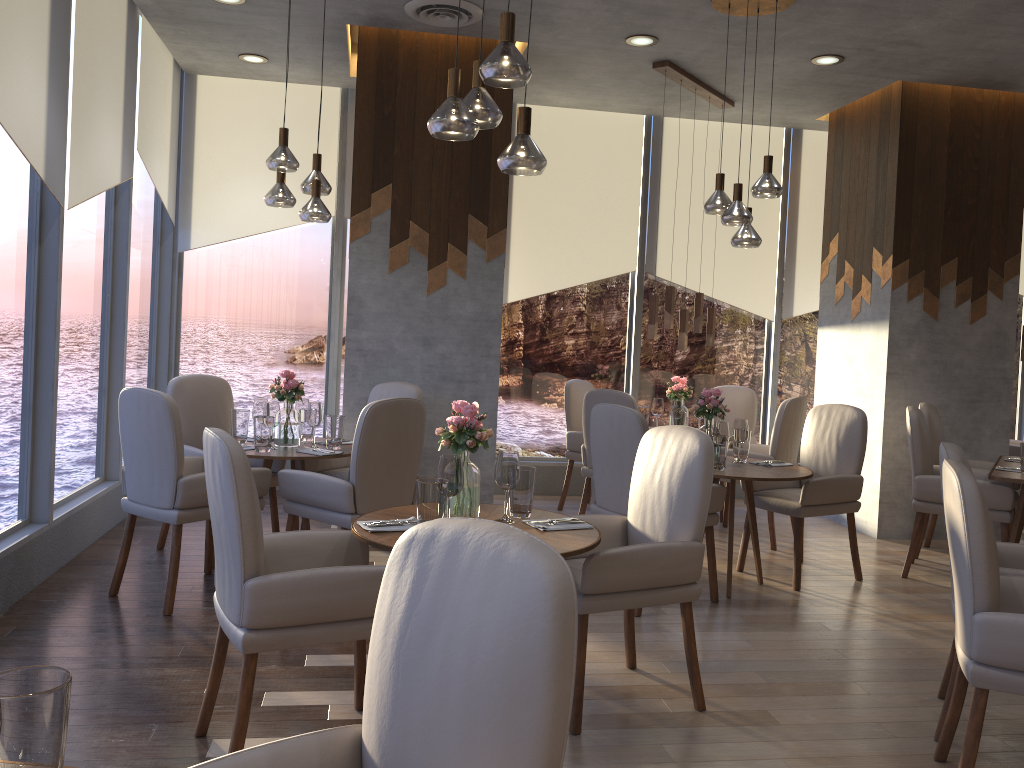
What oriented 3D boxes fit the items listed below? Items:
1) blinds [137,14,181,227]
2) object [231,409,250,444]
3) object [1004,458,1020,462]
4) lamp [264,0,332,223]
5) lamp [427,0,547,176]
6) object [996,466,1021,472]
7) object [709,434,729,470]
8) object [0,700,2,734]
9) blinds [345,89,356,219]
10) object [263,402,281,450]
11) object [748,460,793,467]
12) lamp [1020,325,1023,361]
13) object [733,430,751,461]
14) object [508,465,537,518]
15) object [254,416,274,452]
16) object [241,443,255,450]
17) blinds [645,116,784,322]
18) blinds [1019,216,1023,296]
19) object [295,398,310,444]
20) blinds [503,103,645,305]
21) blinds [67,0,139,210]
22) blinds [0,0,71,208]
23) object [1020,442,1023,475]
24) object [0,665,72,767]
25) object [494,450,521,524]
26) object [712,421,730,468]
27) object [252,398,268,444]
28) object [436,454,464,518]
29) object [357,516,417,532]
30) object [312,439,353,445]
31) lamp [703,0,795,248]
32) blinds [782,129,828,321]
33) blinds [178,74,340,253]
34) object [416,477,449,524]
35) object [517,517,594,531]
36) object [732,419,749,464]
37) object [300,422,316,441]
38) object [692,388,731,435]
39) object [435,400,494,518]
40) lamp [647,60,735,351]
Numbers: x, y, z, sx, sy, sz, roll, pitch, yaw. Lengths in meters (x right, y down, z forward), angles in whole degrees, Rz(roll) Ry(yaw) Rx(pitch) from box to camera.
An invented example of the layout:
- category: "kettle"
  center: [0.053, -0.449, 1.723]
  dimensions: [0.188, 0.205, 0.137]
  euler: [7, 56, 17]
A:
- category: "blinds"
  center: [-2.434, -2.507, 6.200]
  dimensions: [0.007, 2.679, 1.174]
  euler: [3, 2, -9]
- category: "object"
  center: [-1.473, 0.230, 4.798]
  dimensions: [0.102, 0.178, 0.102]
  euler: [3, 2, 2]
- category: "object"
  center: [3.274, 0.487, 5.632]
  dimensions: [0.255, 0.019, 0.157]
  euler: [5, 4, 33]
- category: "lamp"
  center: [-1.127, -1.534, 4.758]
  dimensions: [0.439, 1.325, 0.440]
  euler: [1, 2, -42]
- category: "lamp"
  center: [-0.054, -1.387, 2.960]
  dimensions: [0.439, 1.325, 0.440]
  euler: [3, 1, -7]
- category: "object"
  center: [2.958, 0.498, 5.154]
  dimensions: [0.255, 0.019, 0.157]
  euler: [5, 4, 33]
- category: "object"
  center: [1.080, 0.359, 4.643]
  dimensions: [0.102, 0.178, 0.102]
  euler: [2, 2, -29]
- category: "object"
  center: [-0.645, 0.438, 1.025]
  dimensions: [0.092, 0.244, 0.092]
  euler: [2, 1, -15]
- category: "blinds"
  center: [-0.705, -2.278, 7.109]
  dimensions: [1.173, 2.679, 0.007]
  euler: [2, 1, -9]
- category: "object"
  center: [-1.254, 0.217, 4.618]
  dimensions: [0.092, 0.244, 0.092]
  euler: [2, 2, -28]
- category: "object"
  center: [1.433, 0.439, 4.952]
  dimensions: [0.255, 0.019, 0.157]
  euler: [1, 4, -34]
- category: "lamp"
  center: [4.707, -1.079, 7.071]
  dimensions: [1.162, 1.930, 0.118]
  euler: [4, 2, 36]
- category: "object"
  center: [1.308, 0.348, 5.054]
  dimensions: [0.102, 0.178, 0.102]
  euler: [2, 2, -18]
- category: "object"
  center: [0.033, 0.387, 3.186]
  dimensions: [0.102, 0.178, 0.102]
  euler: [3, 2, 11]
- category: "object"
  center: [-1.265, 0.255, 4.510]
  dimensions: [0.102, 0.178, 0.102]
  euler: [3, 2, 8]
- category: "object"
  center: [-1.420, 0.324, 4.581]
  dimensions: [0.157, 0.019, 0.255]
  euler: [5, 4, 42]
- category: "blinds"
  center: [1.743, -1.892, 7.515]
  dimensions: [1.173, 2.679, 0.007]
  euler: [2, 1, -9]
- category: "blinds"
  center: [4.233, -2.107, 7.911]
  dimensions: [1.173, 2.679, 0.007]
  euler: [2, 1, -9]
- category: "object"
  center: [-1.164, 0.205, 4.917]
  dimensions: [0.092, 0.244, 0.092]
  euler: [3, 2, 21]
- category: "blinds"
  center: [0.513, -1.947, 7.315]
  dimensions: [1.173, 2.679, 0.007]
  euler: [2, 1, -9]
- category: "blinds"
  center: [-2.245, -2.240, 4.972]
  dimensions: [0.007, 2.679, 1.174]
  euler: [3, 2, -9]
- category: "blinds"
  center: [-2.046, -2.165, 3.740]
  dimensions: [0.007, 2.679, 1.174]
  euler: [3, 2, -9]
- category: "object"
  center: [2.916, 0.424, 4.992]
  dimensions: [0.102, 0.178, 0.102]
  euler: [4, 2, 39]
- category: "object"
  center: [-0.622, 0.466, 1.133]
  dimensions: [0.102, 0.178, 0.102]
  euler: [3, 2, -4]
- category: "object"
  center: [-0.017, 0.357, 3.089]
  dimensions: [0.092, 0.244, 0.092]
  euler: [1, 2, -45]
- category: "object"
  center: [1.115, 0.323, 4.746]
  dimensions: [0.092, 0.244, 0.092]
  euler: [2, 1, -16]
- category: "object"
  center: [-1.362, 0.202, 4.800]
  dimensions: [0.092, 0.244, 0.092]
  euler: [3, 1, -7]
- category: "object"
  center: [-0.205, 0.358, 2.912]
  dimensions: [0.092, 0.244, 0.092]
  euler: [2, 2, -23]
- category: "object"
  center: [-0.374, 0.461, 2.938]
  dimensions: [0.255, 0.019, 0.158]
  euler: [1, 3, -26]
- category: "object"
  center: [-1.010, 0.323, 4.963]
  dimensions: [0.157, 0.019, 0.255]
  euler: [5, 4, 41]
- category: "lamp"
  center: [1.273, -1.423, 4.813]
  dimensions: [0.439, 1.325, 0.440]
  euler: [3, 1, -2]
- category: "blinds"
  center: [2.974, -1.862, 7.715]
  dimensions: [1.173, 2.679, 0.007]
  euler: [2, 1, -9]
- category: "blinds"
  center: [-1.938, -2.326, 6.909]
  dimensions: [1.173, 2.679, 0.007]
  euler: [2, 1, -9]
- category: "object"
  center: [-0.256, 0.394, 2.815]
  dimensions: [0.102, 0.178, 0.102]
  euler: [4, 2, 30]
- category: "object"
  center: [0.141, 0.479, 3.064]
  dimensions: [0.255, 0.019, 0.158]
  euler: [1, 3, -25]
- category: "object"
  center: [1.273, 0.319, 4.951]
  dimensions: [0.092, 0.244, 0.092]
  euler: [4, 2, 36]
- category: "object"
  center: [-1.159, 0.232, 5.027]
  dimensions: [0.102, 0.178, 0.102]
  euler: [3, 2, 17]
- category: "object"
  center: [1.094, 0.227, 4.924]
  dimensions: [0.210, 0.415, 0.198]
  euler: [4, 2, 38]
- category: "object"
  center: [-0.170, 0.264, 3.110]
  dimensions: [0.198, 0.415, 0.210]
  euler: [2, 2, -37]
- category: "lamp"
  center: [1.288, -1.207, 6.431]
  dimensions: [0.118, 1.930, 1.161]
  euler: [4, 2, 36]
